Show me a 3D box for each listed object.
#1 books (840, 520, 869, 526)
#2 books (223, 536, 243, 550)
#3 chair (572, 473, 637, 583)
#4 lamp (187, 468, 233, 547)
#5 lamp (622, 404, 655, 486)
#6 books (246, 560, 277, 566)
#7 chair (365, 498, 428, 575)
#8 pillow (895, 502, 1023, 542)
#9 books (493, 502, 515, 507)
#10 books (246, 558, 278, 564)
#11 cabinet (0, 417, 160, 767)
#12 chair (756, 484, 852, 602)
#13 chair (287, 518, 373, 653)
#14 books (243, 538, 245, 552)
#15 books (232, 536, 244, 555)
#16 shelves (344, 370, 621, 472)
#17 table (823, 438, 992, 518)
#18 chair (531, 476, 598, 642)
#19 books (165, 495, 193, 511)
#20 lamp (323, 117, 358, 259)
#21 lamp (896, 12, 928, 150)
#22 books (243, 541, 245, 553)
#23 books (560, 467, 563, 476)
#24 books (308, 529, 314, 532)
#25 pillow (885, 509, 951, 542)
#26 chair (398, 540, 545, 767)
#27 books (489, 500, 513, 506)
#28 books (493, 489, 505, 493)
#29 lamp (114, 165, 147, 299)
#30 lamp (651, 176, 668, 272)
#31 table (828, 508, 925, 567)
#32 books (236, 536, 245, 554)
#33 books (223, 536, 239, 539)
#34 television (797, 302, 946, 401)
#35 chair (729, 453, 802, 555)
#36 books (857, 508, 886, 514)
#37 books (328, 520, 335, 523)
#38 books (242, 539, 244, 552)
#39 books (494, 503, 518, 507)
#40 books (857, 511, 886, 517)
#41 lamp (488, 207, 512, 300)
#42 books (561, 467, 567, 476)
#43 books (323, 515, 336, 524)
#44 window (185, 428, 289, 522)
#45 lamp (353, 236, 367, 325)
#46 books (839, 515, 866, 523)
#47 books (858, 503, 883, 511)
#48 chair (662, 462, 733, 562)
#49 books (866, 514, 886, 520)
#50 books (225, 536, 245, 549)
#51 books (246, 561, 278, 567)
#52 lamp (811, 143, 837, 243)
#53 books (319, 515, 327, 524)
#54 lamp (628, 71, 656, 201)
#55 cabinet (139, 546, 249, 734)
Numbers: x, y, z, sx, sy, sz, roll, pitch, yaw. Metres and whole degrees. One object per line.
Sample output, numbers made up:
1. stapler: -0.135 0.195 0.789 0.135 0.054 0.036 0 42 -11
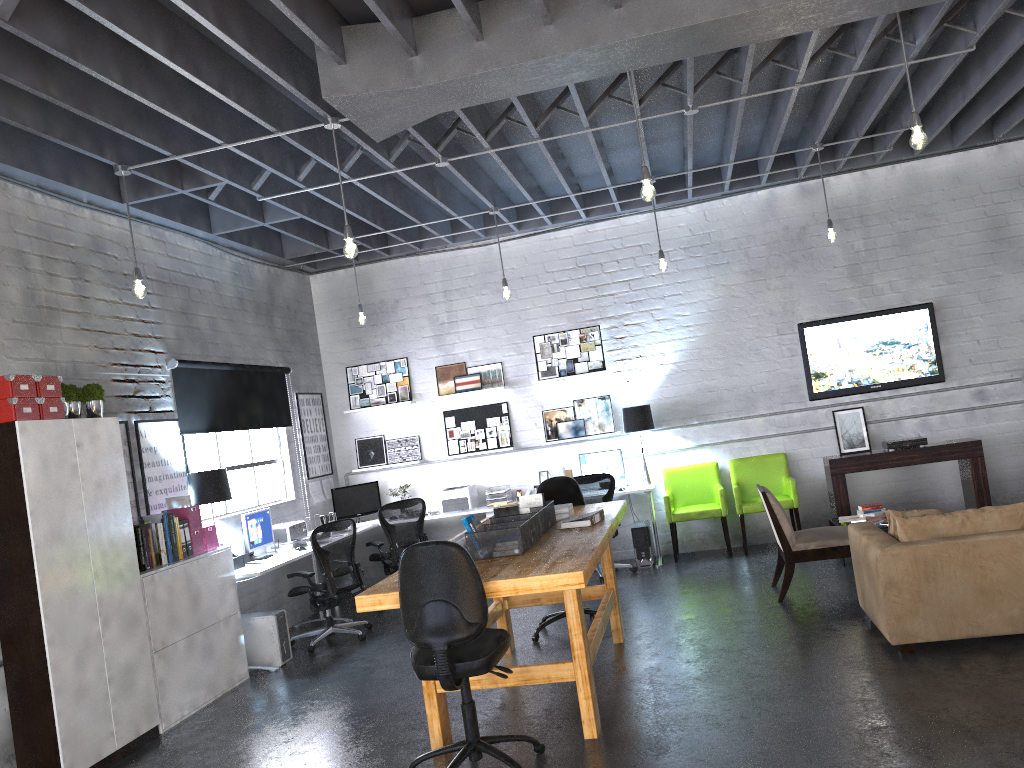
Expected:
1. books: 3.017 1.225 7.815 0.174 0.045 0.240 -8 -2 1
2. books: -2.327 1.405 7.409 0.173 0.243 0.026 -9 -1 11
3. chair: 0.751 1.409 8.839 0.731 1.031 0.753 -8 -2 -20
4. lamp: -2.384 1.105 7.092 0.333 0.831 0.334 -8 -2 -27
5. lamp: 1.359 0.644 9.285 0.333 0.831 0.334 -8 -2 -27
6. books: -2.055 1.467 7.278 0.209 0.012 0.158 -10 -3 34
7. chair: -1.186 1.705 9.071 0.754 1.031 0.731 -10 -2 35
8. pillow: 2.632 0.923 5.226 0.705 0.402 0.291 -9 -2 11
9. books: -0.085 1.258 9.299 0.211 0.014 0.148 -8 -2 -14
10. books: -2.052 1.456 7.281 0.212 0.010 0.170 -10 -3 37
11. cabinet: -2.606 1.240 5.269 0.291 2.046 0.873 -9 -2 11
12. chair: 2.361 1.185 6.937 0.725 0.842 0.575 -9 -2 11
13. chair: -1.641 1.713 7.676 0.753 1.031 0.732 -9 -2 15
14. books: -2.321 1.405 7.435 0.173 0.243 0.026 -9 -1 11
15. books: -2.325 1.404 7.413 0.173 0.243 0.026 -9 -1 11
16. shelves: -0.357 0.422 9.761 3.025 0.694 0.199 -9 -2 11
17. table: 3.908 1.047 8.806 1.411 0.819 0.403 -9 -2 11
18. chair: 0.417 1.302 6.757 0.659 1.164 0.687 -9 -2 9
19. books: -2.460 0.963 6.586 0.192 0.267 0.060 -9 -2 11
20. lamp: -1.063 -1.217 5.535 0.104 0.878 0.104 -9 -1 11
21. lamp: 2.178 -1.724 4.885 0.104 0.878 0.104 -7 -2 -35
22. books: -2.322 1.405 7.431 0.173 0.243 0.026 -9 -1 11
23. books: 0.571 1.038 9.469 0.036 0.296 0.210 -9 -2 11
24. books: -1.949 1.488 9.079 0.297 0.006 0.210 -9 -2 12
25. pillow: 2.539 0.946 5.460 0.524 0.403 0.319 -10 -2 31
26. chair: -0.270 1.298 4.279 0.659 1.164 0.687 -9 -2 9
27. books: -0.113 1.248 9.302 0.211 0.014 0.148 -10 -3 26
28. books: -0.149 1.163 9.646 0.134 0.008 0.203 -8 -2 -6
29. lamp: -2.500 -0.992 5.824 0.104 0.878 0.104 -9 -1 11
30. lamp: 1.329 -1.460 8.144 0.104 0.878 0.104 -9 -1 11
31. table: 3.337 1.356 7.906 0.873 0.300 0.873 -9 -2 15
32. books: -2.322 1.403 7.426 0.177 0.246 0.026 -9 -1 11
33. books: -2.328 1.403 7.418 0.175 0.244 0.026 -9 -1 11
34. television: 3.645 -0.322 9.020 1.325 0.816 0.021 -9 -1 11
35. chair: 2.577 1.202 9.013 0.611 0.920 0.516 -9 -2 11
36. books: 3.268 1.152 8.077 0.208 0.024 0.144 -8 -2 -4
37. books: -1.899 1.485 9.396 0.037 0.076 0.102 -9 -2 26
38. books: -2.327 1.404 7.422 0.175 0.244 0.026 -9 -1 11
39. books: -0.064 1.269 9.307 0.211 0.014 0.148 -7 -3 -24
40. books: 3.281 1.175 8.071 0.161 0.026 0.223 -8 -3 -19
41. lamp: -0.109 -1.234 8.432 0.104 0.878 0.104 -9 -1 11
42. books: 0.580 1.036 9.471 0.043 0.296 0.210 -9 -2 11
43. books: -1.927 1.458 9.398 0.017 0.121 0.183 -9 -2 26
44. window: -2.561 0.567 8.178 0.030 1.219 1.822 -9 -2 11
45. lamp: -1.529 -1.012 8.717 0.104 0.878 0.104 -9 -1 11
46. books: 3.008 1.190 7.839 0.223 0.027 0.161 -9 -3 21
47. books: 3.261 1.120 8.070 0.185 0.041 0.129 -9 -2 6
48. chair: 1.903 1.307 9.148 0.611 0.920 0.516 -9 -2 11
49. books: 3.260 1.207 8.080 0.223 0.032 0.161 -8 -2 -9
50. books: -2.321 1.403 7.439 0.179 0.247 0.026 -9 -1 11
51. books: -2.051 1.478 7.275 0.213 0.012 0.158 -10 -3 36
52. lamp: 2.772 -1.686 7.854 0.104 0.878 0.104 -7 -2 -35
53. books: -1.985 1.460 9.442 0.052 0.109 0.133 -9 -2 26
54. lamp: 0.735 -1.498 5.174 0.104 0.878 0.104 -9 -1 11
55. cabinet: -2.422 1.775 6.292 0.466 1.021 1.151 -9 -2 11
